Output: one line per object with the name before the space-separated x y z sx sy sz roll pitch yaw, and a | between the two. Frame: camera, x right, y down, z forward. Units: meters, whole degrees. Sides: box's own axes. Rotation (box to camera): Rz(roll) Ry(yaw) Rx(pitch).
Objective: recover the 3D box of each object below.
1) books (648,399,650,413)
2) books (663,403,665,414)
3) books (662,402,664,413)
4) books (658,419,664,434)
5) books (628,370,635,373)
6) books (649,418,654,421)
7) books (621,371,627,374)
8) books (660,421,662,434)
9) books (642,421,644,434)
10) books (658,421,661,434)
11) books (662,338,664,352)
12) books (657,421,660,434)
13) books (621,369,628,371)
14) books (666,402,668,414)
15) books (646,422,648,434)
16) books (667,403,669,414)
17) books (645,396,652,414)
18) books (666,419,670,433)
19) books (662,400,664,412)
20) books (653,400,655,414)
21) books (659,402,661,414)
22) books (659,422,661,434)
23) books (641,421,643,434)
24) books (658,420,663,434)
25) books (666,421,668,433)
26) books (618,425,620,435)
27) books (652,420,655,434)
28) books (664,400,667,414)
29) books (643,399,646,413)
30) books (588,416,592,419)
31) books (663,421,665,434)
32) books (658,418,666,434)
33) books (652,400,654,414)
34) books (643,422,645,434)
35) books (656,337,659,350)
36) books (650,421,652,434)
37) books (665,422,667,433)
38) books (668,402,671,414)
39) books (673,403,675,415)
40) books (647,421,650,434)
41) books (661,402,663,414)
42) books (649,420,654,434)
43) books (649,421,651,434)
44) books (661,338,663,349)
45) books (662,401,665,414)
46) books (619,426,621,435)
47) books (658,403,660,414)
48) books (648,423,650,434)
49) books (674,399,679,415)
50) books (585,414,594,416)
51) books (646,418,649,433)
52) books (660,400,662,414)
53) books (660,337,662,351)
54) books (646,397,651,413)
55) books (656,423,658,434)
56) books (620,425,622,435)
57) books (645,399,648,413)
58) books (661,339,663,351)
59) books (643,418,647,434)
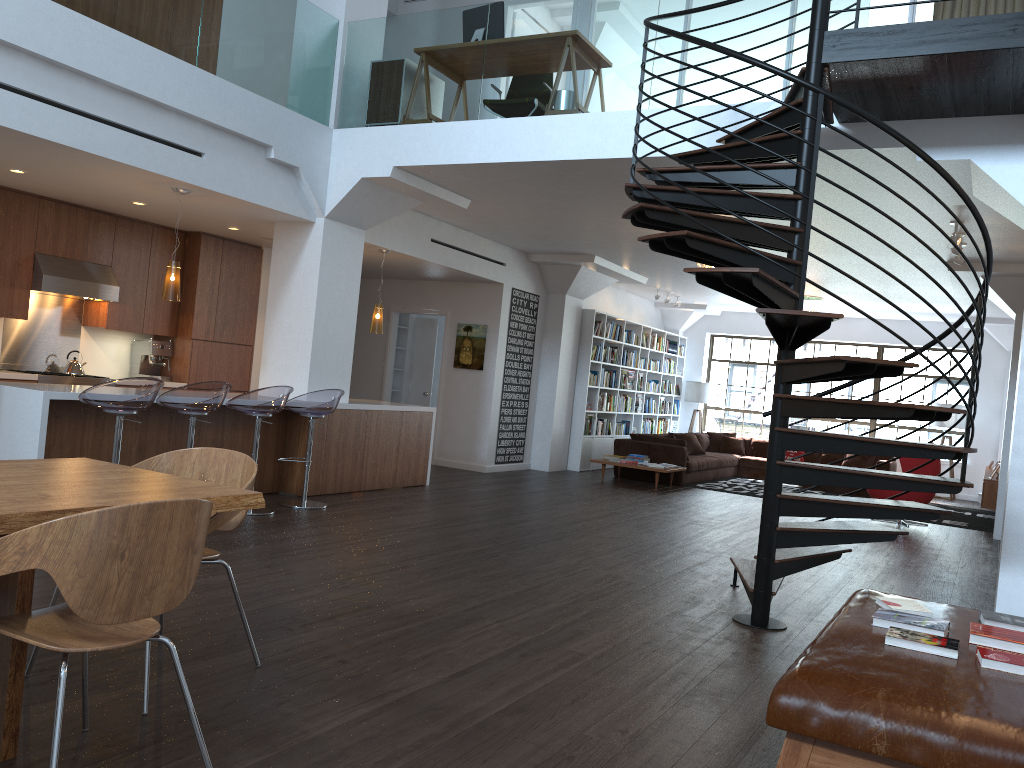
books | 2.332 0.386 15.618 0.182 0.253 0.098 6 0 29
books | 2.736 0.424 16.394 0.160 0.251 0.036 6 0 29
books | 2.702 0.435 16.332 0.161 0.223 0.031 6 0 29
books | 2.700 0.784 16.418 0.198 0.284 0.066 6 0 29
books | 1.953 -0.210 14.857 0.129 0.043 0.185 6 0 43
books | 2.446 0.757 15.918 0.176 0.290 0.036 6 0 28
books | 1.761 -0.195 14.495 0.174 0.045 0.240 6 0 28
books | 2.668 0.798 16.332 0.160 0.250 0.027 6 0 29
books | 2.200 0.758 15.479 0.174 0.240 0.045 6 0 28
books | 2.616 0.791 16.230 0.183 0.253 0.037 6 0 29
books | 2.649 -0.713 16.014 0.183 0.253 0.034 6 0 29
books | 2.596 0.789 16.201 0.183 0.253 0.036 6 0 29
books | 1.761 -0.232 14.471 0.223 0.027 0.161 6 0 38
books | 2.813 0.446 16.521 0.161 0.223 0.032 6 0 29
books | 2.304 0.777 15.639 0.161 0.223 0.026 6 0 28
books | 2.847 0.458 16.583 0.161 0.221 0.035 6 0 28
books | 2.402 0.372 15.770 0.176 0.293 0.125 6 0 29
books | 2.866 0.797 16.704 0.176 0.290 0.053 6 0 29
books | 2.685 0.420 16.302 0.183 0.253 0.039 6 0 29
books | 2.469 0.399 15.893 0.170 0.251 0.118 6 0 29
books | 2.622 0.427 16.170 0.161 0.223 0.030 6 0 29
books | 2.629 0.793 16.264 0.183 0.253 0.036 6 0 29
books | 2.182 0.750 15.445 0.183 0.253 0.034 6 0 28
books | 2.686 0.797 16.358 0.183 0.253 0.037 6 0 29
books | 2.827 0.815 16.630 0.171 0.246 0.057 6 0 29
books | 1.704 0.744 14.544 0.109 0.171 0.018 6 0 29
books | 2.469 0.775 15.960 0.180 0.259 0.060 6 0 28
books | 2.779 0.428 16.466 0.183 0.253 0.042 6 0 29
books | 2.237 0.374 15.454 0.182 0.255 0.077 6 0 29
books | 1.101 0.496 13.417 0.174 0.045 0.240 6 0 18
books | 2.739 0.806 16.466 0.189 0.247 0.057 6 0 29
books | 2.781 0.785 16.502 0.140 0.298 0.044 6 0 29
books | 2.447 0.401 15.844 0.174 0.242 0.105 6 0 29
books | 2.231 0.766 15.538 0.168 0.231 0.037 6 0 28
books | 2.526 -0.720 15.794 0.171 0.246 0.057 6 0 29
books | 2.407 0.778 15.854 0.174 0.240 0.045 6 0 28
books | 2.802 0.815 16.591 0.159 0.241 0.038 6 0 29
books | 2.884 0.451 16.663 0.168 0.228 0.139 6 0 29
books | 3.005 0.459 16.860 0.172 0.235 0.112 6 0 29
books | 2.338 0.765 15.715 0.183 0.253 0.034 6 0 28
books | 2.680 0.433 16.265 0.161 0.223 0.030 6 0 29
books | 2.436 0.774 15.884 0.183 0.253 0.034 6 0 28
books | 2.376 0.772 15.784 0.171 0.246 0.057 6 0 28
books | 2.607 -0.709 15.963 0.174 0.240 0.045 6 0 29
books | 2.720 0.425 16.361 0.171 0.246 0.036 6 0 29
books | 1.724 0.756 14.574 0.110 0.153 0.018 6 0 29
books | 2.602 0.412 16.149 0.160 0.251 0.029 6 0 29
books | 2.357 0.767 15.743 0.183 0.253 0.034 6 0 28
books | 3.123 0.443 17.083 0.176 0.290 0.053 6 0 29
books | 1.101 0.460 13.393 0.223 0.027 0.161 6 0 38
books | 2.318 0.744 15.678 0.176 0.290 0.053 6 0 28
books | 2.644 0.414 16.205 0.174 0.251 0.051 6 0 29
books | 2.584 -0.718 15.895 0.183 0.253 0.034 6 0 29
books | 2.369 0.370 15.717 0.197 0.290 0.136 6 0 29
books | 2.555 0.789 16.123 0.171 0.246 0.061 6 0 29
books | 1.751 0.754 14.611 0.106 0.162 0.032 6 0 29
books | 2.287 0.385 15.543 0.174 0.243 0.085 6 0 29
books | 2.632 -0.712 15.990 0.160 0.250 0.026 6 0 29
books | 2.258 0.742 15.585 0.198 0.284 0.066 6 0 28
